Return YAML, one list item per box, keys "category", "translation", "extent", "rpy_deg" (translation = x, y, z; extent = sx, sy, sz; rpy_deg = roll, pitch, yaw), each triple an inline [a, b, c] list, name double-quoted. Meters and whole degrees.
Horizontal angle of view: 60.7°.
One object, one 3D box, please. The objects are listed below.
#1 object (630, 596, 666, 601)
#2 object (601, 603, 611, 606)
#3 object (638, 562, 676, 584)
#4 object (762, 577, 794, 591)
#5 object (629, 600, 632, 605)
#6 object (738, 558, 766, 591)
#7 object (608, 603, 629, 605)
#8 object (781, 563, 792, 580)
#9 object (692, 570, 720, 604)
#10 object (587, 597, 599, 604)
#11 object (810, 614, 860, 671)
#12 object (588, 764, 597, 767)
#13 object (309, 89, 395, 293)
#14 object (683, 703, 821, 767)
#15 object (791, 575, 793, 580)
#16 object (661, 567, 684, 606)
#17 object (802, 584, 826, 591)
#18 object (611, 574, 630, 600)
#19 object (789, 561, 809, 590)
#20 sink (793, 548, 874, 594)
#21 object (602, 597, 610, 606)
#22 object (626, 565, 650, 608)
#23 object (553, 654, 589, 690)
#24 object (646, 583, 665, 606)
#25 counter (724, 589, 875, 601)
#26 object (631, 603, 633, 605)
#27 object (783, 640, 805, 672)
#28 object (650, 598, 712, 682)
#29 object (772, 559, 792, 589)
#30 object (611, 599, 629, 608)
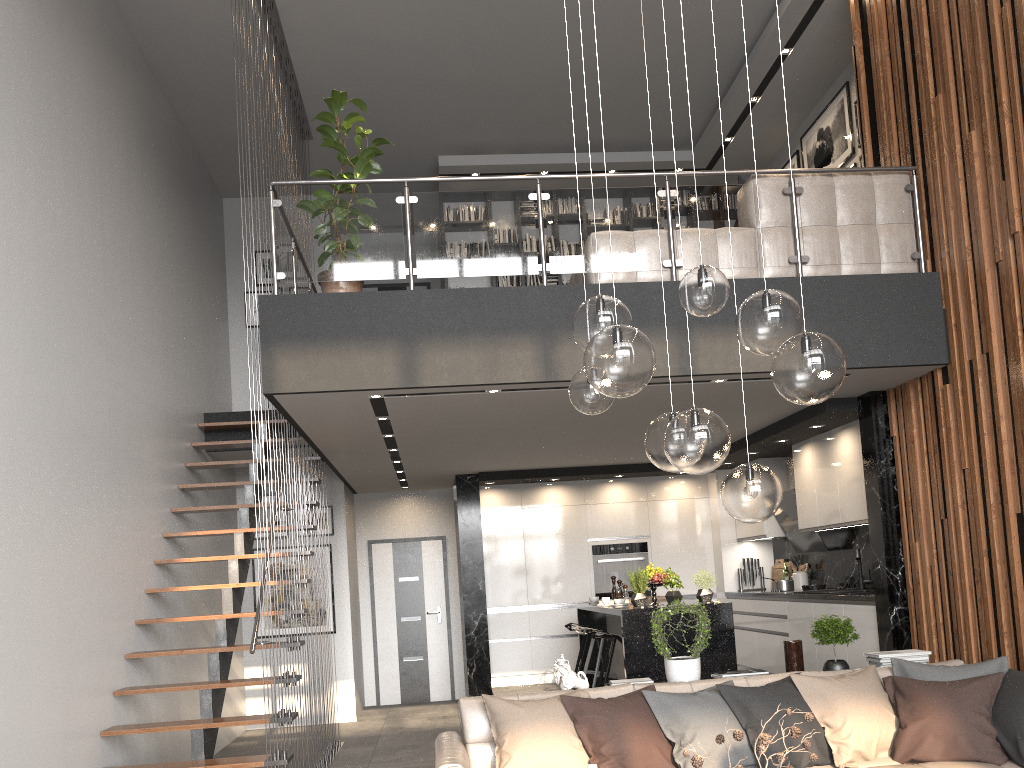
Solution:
- category: "object"
  translation: [1.393, 2.183, 8.914]
  extent: [0.290, 0.030, 0.410]
  rpy_deg: [-2, -13, -6]
- category: "object"
  translation: [0.866, 2.016, 8.020]
  extent: [0.027, 0.026, 0.132]
  rpy_deg: [5, -14, -45]
- category: "object"
  translation: [1.210, 1.635, 7.502]
  extent: [0.347, 0.212, 0.326]
  rpy_deg: [-2, -10, -8]
- category: "object"
  translation: [2.717, 2.030, 8.885]
  extent: [0.200, 0.151, 0.356]
  rpy_deg: [-1, -11, -15]
- category: "object"
  translation: [1.094, 1.925, 7.748]
  extent: [0.131, 0.059, 0.071]
  rpy_deg: [-3, -9, -5]
- category: "object"
  translation: [2.705, 2.153, 9.907]
  extent: [0.321, 0.368, 0.067]
  rpy_deg: [-3, -4, -5]
- category: "object"
  translation: [0.973, 2.007, 7.972]
  extent: [0.193, 0.011, 0.194]
  rpy_deg: [-10, -14, 26]
- category: "object"
  translation: [2.953, 2.064, 9.395]
  extent: [0.089, 0.279, 0.083]
  rpy_deg: [-3, -4, -5]
- category: "object"
  translation: [1.584, 1.655, 7.173]
  extent: [0.221, 0.280, 0.214]
  rpy_deg: [-5, -7, 8]
- category: "object"
  translation: [0.817, 2.154, 8.703]
  extent: [0.155, 0.069, 0.158]
  rpy_deg: [5, -14, -36]
- category: "object"
  translation: [1.982, 1.620, 5.383]
  extent: [0.272, 0.402, 0.314]
  rpy_deg: [3, -9, -45]
- category: "object"
  translation: [0.390, 1.585, 3.195]
  extent: [0.317, 0.392, 0.324]
  rpy_deg: [-5, -7, 13]
- category: "object"
  translation: [-1.083, -1.191, 5.724]
  extent: [0.777, 1.449, 0.533]
  rpy_deg: [-5, -5, 15]
- category: "object"
  translation: [0.898, 1.431, 3.098]
  extent: [0.543, 0.594, 0.322]
  rpy_deg: [2, -8, -34]
- category: "object"
  translation: [2.954, 2.105, 9.311]
  extent: [0.180, 0.160, 0.278]
  rpy_deg: [-3, -10, -5]
- category: "object"
  translation: [1.306, 1.647, 7.123]
  extent: [0.179, 0.308, 0.175]
  rpy_deg: [-4, -6, 5]
- category: "object"
  translation: [2.891, 1.976, 8.507]
  extent: [0.351, 0.059, 0.237]
  rpy_deg: [3, -14, -26]
- category: "object"
  translation: [1.113, 2.073, 8.910]
  extent: [0.150, 0.279, 0.204]
  rpy_deg: [-1, -7, -22]
- category: "object"
  translation: [2.986, 1.979, 9.068]
  extent: [0.175, 0.300, 0.160]
  rpy_deg: [-4, -6, -2]
- category: "sink"
  translation: [2.919, 1.717, 7.671]
  extent: [0.497, 0.537, 1.136]
  rpy_deg: [-3, -11, -6]
- category: "object"
  translation: [0.869, 2.005, 8.069]
  extent: [0.078, 0.069, 0.084]
  rpy_deg: [-12, -12, 43]
- category: "object"
  translation: [1.043, 1.636, 7.122]
  extent: [0.199, 0.364, 0.187]
  rpy_deg: [-8, -7, 39]
- category: "object"
  translation: [0.356, 1.751, 5.217]
  extent: [0.208, 0.286, 0.137]
  rpy_deg: [-5, -5, 14]
- category: "object"
  translation: [1.214, 1.796, 7.483]
  extent: [0.369, 0.185, 0.373]
  rpy_deg: [6, -14, -41]
- category: "counter"
  translation: [2.862, 1.972, 8.233]
  extent: [0.609, 0.039, 3.533]
  rpy_deg: [-2, -13, -6]
- category: "object"
  translation: [1.085, 1.913, 7.694]
  extent: [0.074, 0.058, 0.061]
  rpy_deg: [-6, -9, 16]
- category: "object"
  translation: [1.727, 1.700, 5.350]
  extent: [0.109, 0.264, 0.110]
  rpy_deg: [-4, -5, 0]
- category: "object"
  translation: [1.022, 1.581, 5.294]
  extent: [0.384, 0.568, 0.219]
  rpy_deg: [-1, -6, -25]
- category: "object"
  translation: [2.979, 2.107, 9.695]
  extent: [0.097, 0.325, 0.409]
  rpy_deg: [-3, -9, -6]
- category: "object"
  translation: [0.922, 1.875, 7.489]
  extent: [0.155, 0.069, 0.158]
  rpy_deg: [5, -14, -36]
